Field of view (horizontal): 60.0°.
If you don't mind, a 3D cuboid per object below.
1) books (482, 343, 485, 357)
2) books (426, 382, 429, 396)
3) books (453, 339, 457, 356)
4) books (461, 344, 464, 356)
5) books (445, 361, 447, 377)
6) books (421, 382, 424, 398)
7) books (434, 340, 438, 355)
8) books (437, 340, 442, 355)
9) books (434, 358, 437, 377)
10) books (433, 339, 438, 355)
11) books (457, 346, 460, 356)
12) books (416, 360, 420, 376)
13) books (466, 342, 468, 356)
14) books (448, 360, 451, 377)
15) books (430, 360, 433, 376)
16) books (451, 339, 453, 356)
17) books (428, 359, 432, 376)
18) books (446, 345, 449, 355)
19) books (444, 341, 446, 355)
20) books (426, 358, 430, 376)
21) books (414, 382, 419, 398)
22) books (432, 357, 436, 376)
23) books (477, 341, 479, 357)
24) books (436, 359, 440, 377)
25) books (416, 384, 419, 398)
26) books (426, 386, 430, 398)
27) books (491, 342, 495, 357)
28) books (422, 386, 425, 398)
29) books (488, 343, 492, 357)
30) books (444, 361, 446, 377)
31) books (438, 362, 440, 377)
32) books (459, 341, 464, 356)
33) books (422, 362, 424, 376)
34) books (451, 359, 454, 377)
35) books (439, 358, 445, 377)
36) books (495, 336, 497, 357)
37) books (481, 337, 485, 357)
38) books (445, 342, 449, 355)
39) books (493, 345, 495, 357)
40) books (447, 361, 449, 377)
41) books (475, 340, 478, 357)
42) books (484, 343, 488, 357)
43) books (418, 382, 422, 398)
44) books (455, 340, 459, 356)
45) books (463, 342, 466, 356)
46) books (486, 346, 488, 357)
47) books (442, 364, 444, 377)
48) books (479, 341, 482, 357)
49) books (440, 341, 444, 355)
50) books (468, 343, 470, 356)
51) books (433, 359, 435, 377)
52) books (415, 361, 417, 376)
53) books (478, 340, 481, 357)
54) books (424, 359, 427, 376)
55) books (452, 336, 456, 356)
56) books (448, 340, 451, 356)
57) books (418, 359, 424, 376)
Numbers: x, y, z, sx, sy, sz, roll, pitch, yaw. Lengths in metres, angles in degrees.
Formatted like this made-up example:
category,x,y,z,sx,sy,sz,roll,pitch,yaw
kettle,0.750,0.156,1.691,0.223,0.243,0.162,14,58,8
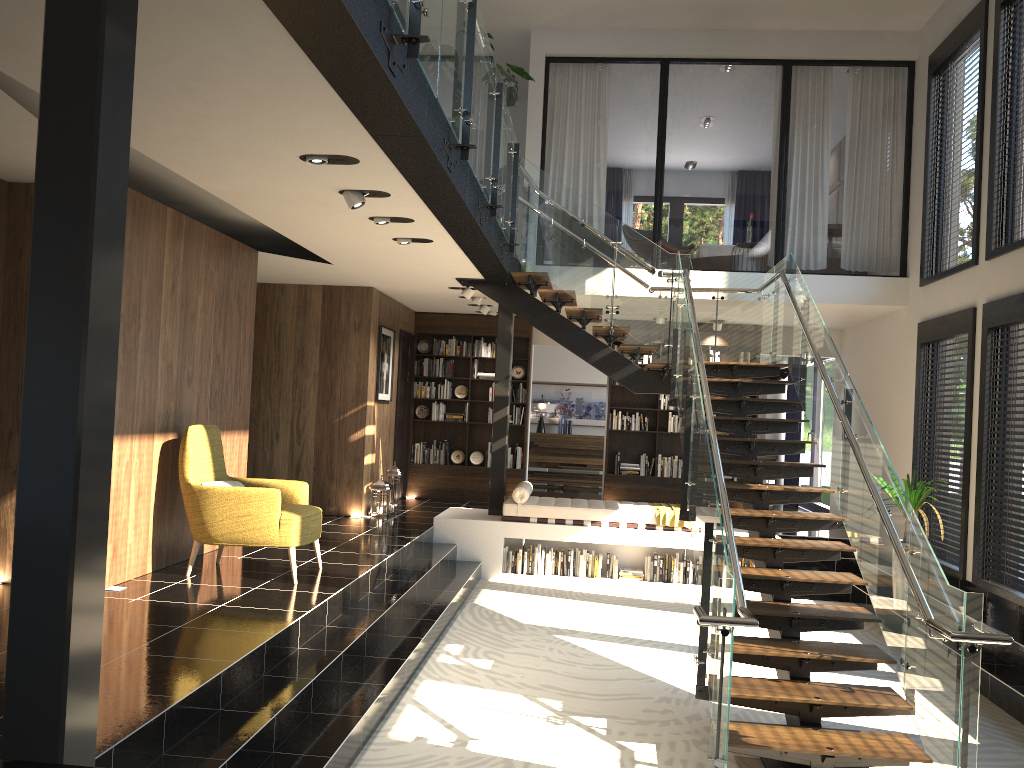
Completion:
category,x,y,z,sx,sy,sz,roll,pitch,yaw
books,-0.402,-0.491,12.860,0.019,0.216,0.214,3,-1,5
books,-1.232,0.090,12.936,0.019,0.236,0.139,3,-1,5
books,-0.820,-0.526,12.888,0.020,0.245,0.228,3,-1,5
books,-0.708,-0.485,12.865,0.029,0.172,0.187,3,-1,5
books,-0.942,-0.210,12.892,0.014,0.230,0.172,3,-1,5
books,-1.305,0.089,12.948,0.018,0.232,0.123,3,-1,5
books,-1.099,-0.525,12.891,0.024,0.216,0.210,3,-1,5
books,-1.052,-0.525,12.913,0.026,0.222,0.202,3,-1,5
books,-1.099,-0.235,12.887,0.019,0.264,0.175,3,-1,5
books,-1.115,-0.533,12.930,0.017,0.234,0.200,3,-1,5
books,-0.769,-0.474,12.914,0.040,0.149,0.126,3,-1,5
books,-1.365,-0.230,12.928,0.023,0.231,0.143,3,-1,5
books,-0.645,-0.501,12.872,0.039,0.212,0.172,3,-1,5
books,-0.897,-0.224,12.898,0.025,0.263,0.147,3,-1,5
books,-1.163,-0.227,12.884,0.039,0.243,0.179,3,-1,5
books,-0.857,-0.525,12.867,0.025,0.239,0.220,3,-1,5
books,-1.194,-0.237,12.907,0.027,0.260,0.181,3,-1,5
books,-0.925,-0.486,12.903,0.035,0.156,0.186,3,-1,5
books,-0.972,-0.516,12.919,0.014,0.212,0.184,3,-1,5
books,-1.218,-0.241,12.904,0.022,0.267,0.198,3,-1,5
books,-1.397,0.088,12.945,0.030,0.224,0.166,3,-1,5
books,-1.132,-0.247,12.911,0.015,0.287,0.154,3,-1,5
books,-0.479,-0.503,12.846,0.014,0.231,0.280,3,-1,5
books,-1.072,-0.228,12.910,0.032,0.255,0.160,3,-1,5
books,-1.361,0.105,12.935,0.045,0.192,0.164,3,-1,5
books,-1.209,0.118,12.905,0.035,0.180,0.165,3,-1,5
books,-0.275,-0.488,12.873,0.042,0.223,0.163,3,-1,5
books,-1.281,0.120,12.926,0.037,0.169,0.148,3,-1,5
books,-0.315,-0.485,12.861,0.034,0.211,0.206,3,-1,5
books,-0.962,-0.215,12.906,0.028,0.240,0.148,3,-1,5
books,-1.045,-0.210,12.904,0.024,0.220,0.123,3,-1,5
books,-0.734,-0.507,12.902,0.030,0.217,0.165,3,-1,5
books,-1.277,-0.212,12.913,0.025,0.204,0.192,3,-1,5
books,-0.867,-0.224,12.896,0.035,0.266,0.133,3,-1,5
books,-1.018,-0.235,12.888,0.033,0.273,0.189,3,-1,5
books,-0.220,-0.527,12.824,0.015,0.303,0.252,3,-1,5
books,-0.420,-0.524,12.811,0.011,0.276,0.288,3,-1,5
books,-0.952,-0.510,12.934,0.025,0.203,0.156,3,-1,5
books,-0.241,-0.471,12.867,0.029,0.190,0.177,3,-1,5
books,-0.922,-0.215,12.895,0.024,0.242,0.144,3,-1,5
books,-0.500,-0.506,12.868,0.033,0.237,0.231,3,-1,5
books,-0.378,-0.486,12.875,0.027,0.207,0.203,3,-1,5
books,-1.329,0.085,12.904,0.022,0.235,0.194,3,-1,5
books,-0.799,-0.519,12.896,0.020,0.235,0.206,3,-1,5
books,-0.678,-0.502,12.882,0.027,0.212,0.181,3,-1,5
books,-0.349,-0.466,12.869,0.034,0.171,0.158,3,-1,5
books,-0.992,-0.192,12.872,0.025,0.188,0.181,3,-1,5
books,-0.440,-0.506,12.858,0.035,0.241,0.208,3,-1,5
books,-1.009,-0.520,12.916,0.059,0.216,0.159,3,-1,5
books,-0.616,-0.495,12.855,0.023,0.202,0.201,3,-1,5
books,-1.117,-0.231,12.907,0.018,0.256,0.172,3,-1,5
books,-1.386,-0.222,12.948,0.023,0.215,0.148,3,-1,5
books,-0.466,-0.507,12.840,0.013,0.239,0.255,3,-1,5
books,-1.246,-0.237,12.910,0.035,0.255,0.183,3,-1,5
books,-0.837,-0.544,12.865,0.012,0.278,0.228,3,-1,5
books,-0.888,-0.522,12.882,0.039,0.230,0.205,3,-1,5
books,-1.318,-0.239,12.943,0.066,0.255,0.127,3,-1,5
